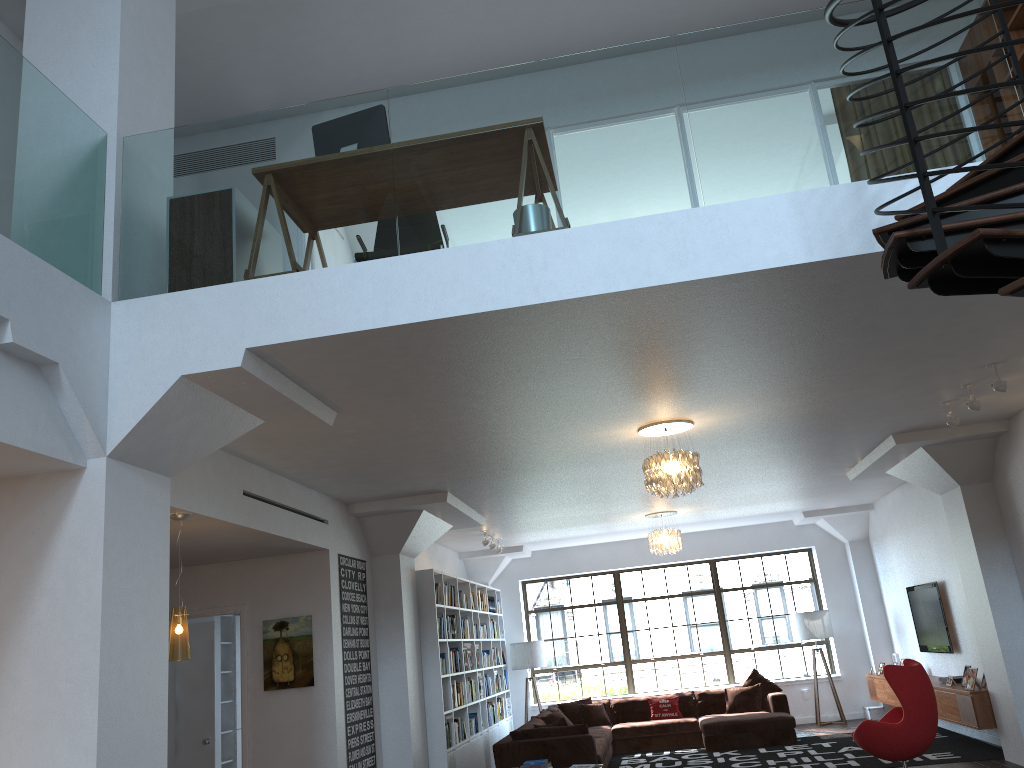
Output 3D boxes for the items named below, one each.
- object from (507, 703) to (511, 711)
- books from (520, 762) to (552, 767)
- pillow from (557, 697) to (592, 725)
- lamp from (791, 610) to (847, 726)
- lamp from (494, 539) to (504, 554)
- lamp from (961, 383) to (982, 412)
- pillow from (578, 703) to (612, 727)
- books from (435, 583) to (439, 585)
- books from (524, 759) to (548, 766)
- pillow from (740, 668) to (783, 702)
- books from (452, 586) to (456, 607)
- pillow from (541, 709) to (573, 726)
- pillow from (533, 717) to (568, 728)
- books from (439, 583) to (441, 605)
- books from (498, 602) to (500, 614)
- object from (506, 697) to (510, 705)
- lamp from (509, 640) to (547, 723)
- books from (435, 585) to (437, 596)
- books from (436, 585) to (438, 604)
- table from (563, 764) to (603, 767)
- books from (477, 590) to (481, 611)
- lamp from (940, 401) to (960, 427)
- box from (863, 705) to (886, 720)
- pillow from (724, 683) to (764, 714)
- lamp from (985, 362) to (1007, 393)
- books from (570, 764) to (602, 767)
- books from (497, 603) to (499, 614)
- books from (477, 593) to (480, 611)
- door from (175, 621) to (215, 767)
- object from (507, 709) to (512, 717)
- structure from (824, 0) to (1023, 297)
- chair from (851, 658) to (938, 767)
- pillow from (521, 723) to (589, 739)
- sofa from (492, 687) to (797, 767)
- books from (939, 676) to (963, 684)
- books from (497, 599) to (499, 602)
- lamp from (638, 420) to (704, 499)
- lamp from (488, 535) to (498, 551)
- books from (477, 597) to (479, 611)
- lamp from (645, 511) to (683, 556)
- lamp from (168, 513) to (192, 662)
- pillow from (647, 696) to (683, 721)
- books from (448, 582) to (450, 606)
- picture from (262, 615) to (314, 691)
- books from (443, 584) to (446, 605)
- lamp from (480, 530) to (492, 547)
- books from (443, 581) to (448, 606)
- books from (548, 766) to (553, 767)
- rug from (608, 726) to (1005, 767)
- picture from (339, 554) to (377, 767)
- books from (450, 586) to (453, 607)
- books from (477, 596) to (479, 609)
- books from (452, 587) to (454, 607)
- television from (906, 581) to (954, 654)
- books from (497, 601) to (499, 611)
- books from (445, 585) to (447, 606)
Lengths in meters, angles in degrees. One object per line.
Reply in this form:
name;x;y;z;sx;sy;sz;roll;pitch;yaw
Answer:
object;-0.199;4.888;13.366;0.331;0.088;0.410;-8;-17;7
books;0.243;3.867;8.980;0.279;0.035;0.191;-11;-18;16
pillow;0.970;4.705;12.638;0.580;0.418;0.334;0;-18;-19
lamp;4.533;4.157;13.032;0.545;1.579;0.545;-11;-18;17
lamp;-0.186;2.291;12.520;0.120;0.211;0.111;0;-18;-18
lamp;3.407;0.104;6.567;0.120;0.211;0.111;5;-20;-32
pillow;1.145;4.669;12.518;0.489;0.337;0.238;1;-18;-22
books;-0.908;2.391;10.060;0.159;0.248;0.089;-8;-17;7
books;0.244;3.836;8.986;0.224;0.027;0.157;-10;-17;12
pillow;3.423;4.303;12.453;0.651;0.587;0.335;-2;-17;-13
books;-0.782;2.602;10.803;0.182;0.255;0.077;-8;-17;7
pillow;0.604;4.297;11.110;0.325;0.391;0.625;-13;-18;22
pillow;0.489;3.872;9.747;0.269;0.411;0.559;6;-21;-35
books;-0.900;2.400;10.102;0.170;0.251;0.118;-8;-17;7
books;-0.266;3.526;13.921;0.139;0.191;0.036;-8;-17;7
object;-0.215;4.806;13.392;0.316;0.088;0.410;-8;-17;7
lamp;0.308;4.788;13.641;0.545;1.579;0.545;-5;-17;-4
books;-0.933;2.346;9.845;0.182;0.215;0.188;-8;-17;7
books;-0.910;2.387;9.993;0.161;0.218;0.101;-8;-17;7
table;0.333;3.955;8.642;1.100;0.271;0.853;-8;-17;7
books;-0.530;3.057;12.455;0.176;0.290;0.053;-8;-17;7
lamp;3.485;0.241;7.047;0.111;0.211;0.120;-20;-22;39
box;5.276;4.782;12.901;0.228;0.165;0.368;-8;-17;7
pillow;3.204;4.365;12.297;0.542;0.362;0.248;-15;-19;27
lamp;3.327;-0.038;6.074;0.120;0.211;0.111;0;-18;-18
books;0.718;3.813;8.843;0.256;0.035;0.350;-16;-20;31
books;-0.277;3.506;13.828;0.128;0.178;0.022;-8;-17;7
books;-0.538;3.055;12.370;0.171;0.246;0.057;-8;-17;7
door;-3.272;3.394;8.622;0.826;2.032;0.174;-8;-17;7
object;-0.190;4.972;13.340;0.331;0.088;0.410;-8;-17;7
structure;2.260;-0.210;2.657;1.998;4.352;1.998;4;-20;-31
chair;3.600;3.137;8.356;0.801;1.006;0.798;-16;-20;31
pillow;0.490;3.834;9.478;0.750;0.364;0.289;-8;-17;6
sofa;1.829;4.298;10.973;3.481;0.664;4.197;-8;-17;7
books;4.992;3.327;9.971;0.250;0.053;0.400;-8;-17;7
books;-0.266;3.519;13.965;0.140;0.231;0.042;-8;-17;7
lamp;1.221;0.593;6.827;0.442;0.539;0.441;8;-22;-38
lamp;-0.266;2.150;12.028;0.120;0.211;0.111;5;-20;-32
books;-0.543;2.991;12.246;0.140;0.298;0.044;-8;-17;7
lamp;1.996;1.972;11.635;0.442;0.539;0.441;8;-22;-38
lamp;-2.099;1.276;5.596;0.149;0.900;0.149;7;-21;-36
pillow;2.161;4.582;12.529;0.465;0.308;0.220;-7;-17;3
books;-0.840;2.507;10.531;0.197;0.290;0.136;-8;-17;7
picture;-1.978;2.375;7.834;0.450;0.600;0.030;-8;-17;7
books;-0.862;2.469;10.331;0.170;0.251;0.118;-8;-17;7
lamp;-0.343;2.012;11.547;0.111;0.211;0.120;-20;-22;39
books;-0.845;2.489;10.472;0.176;0.293;0.125;-8;-17;7
books;0.250;3.899;8.965;0.312;0.037;0.216;-5;-17;-3
rug;3.116;4.283;10.233;4.200;0.007;3.100;-9;-17;8
picture;-1.431;2.822;8.302;0.021;2.380;0.800;-8;-17;7
books;-0.805;2.551;10.623;0.182;0.253;0.098;-8;-17;7
books;-0.538;3.047;12.277;0.144;0.207;0.048;-8;-17;7
books;-0.796;2.579;10.704;0.174;0.243;0.085;-8;-17;7
television;5.113;2.879;10.895;0.013;0.816;1.324;-8;-17;7
books;-0.275;3.513;13.883;0.136;0.196;0.045;-8;-17;7
books;-0.851;2.487;10.381;0.174;0.242;0.105;-8;-17;7
